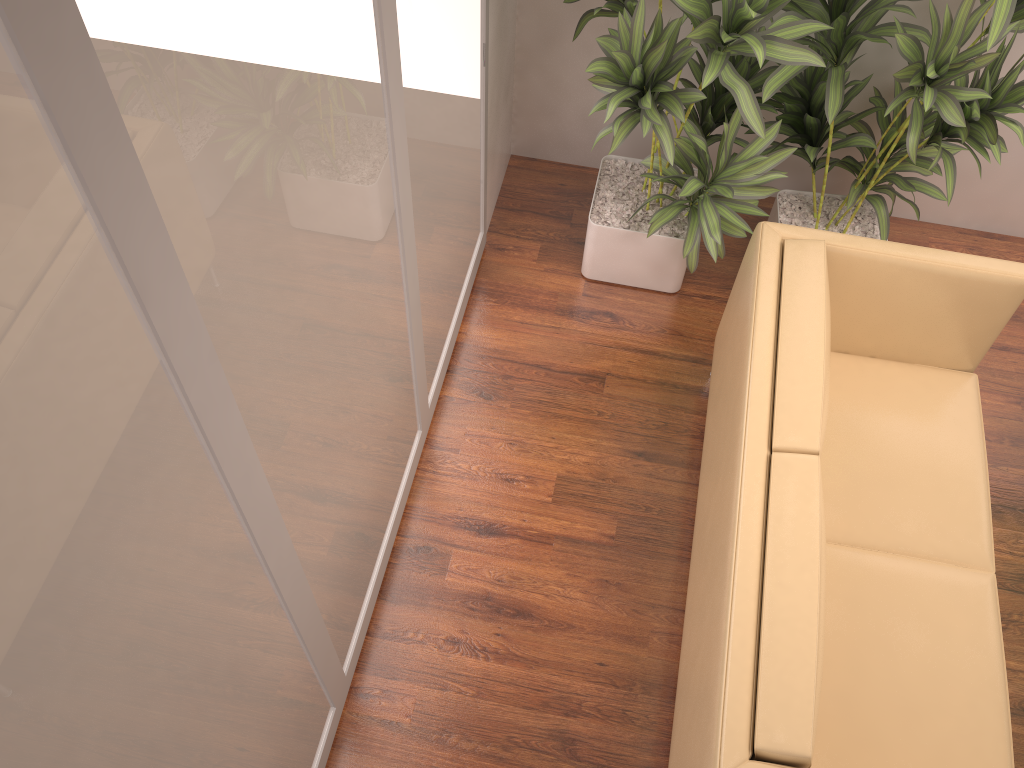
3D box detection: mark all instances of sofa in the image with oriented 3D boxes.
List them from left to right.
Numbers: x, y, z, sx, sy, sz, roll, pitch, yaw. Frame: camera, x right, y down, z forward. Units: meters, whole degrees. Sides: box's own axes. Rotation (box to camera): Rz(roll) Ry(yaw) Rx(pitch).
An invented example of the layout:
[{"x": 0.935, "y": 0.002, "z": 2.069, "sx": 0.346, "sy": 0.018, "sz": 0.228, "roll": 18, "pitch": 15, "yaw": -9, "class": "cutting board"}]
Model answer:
[{"x": 1.024, "y": 0.470, "z": 2.645, "sx": 0.877, "sy": 0.876, "sz": 1.726, "roll": 11, "pitch": 57, "yaw": 5, "class": "sofa"}]

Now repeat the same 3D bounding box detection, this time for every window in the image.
[{"x": -0.868, "y": 1.605, "z": 0.301, "sx": 0.062, "sy": 3.427, "sz": 8.201, "roll": 11, "pitch": 57, "yaw": 5, "class": "window"}]

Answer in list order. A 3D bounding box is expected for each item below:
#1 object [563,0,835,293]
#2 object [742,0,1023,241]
[{"x": 0.622, "y": -1.203, "z": 2.926, "sx": 0.958, "sy": 2.199, "sz": 1.042, "roll": 26, "pitch": 58, "yaw": 15, "class": "object"}, {"x": 1.287, "y": -1.092, "z": 2.877, "sx": 1.074, "sy": 2.199, "sz": 0.930, "roll": 22, "pitch": 57, "yaw": 12, "class": "object"}]
